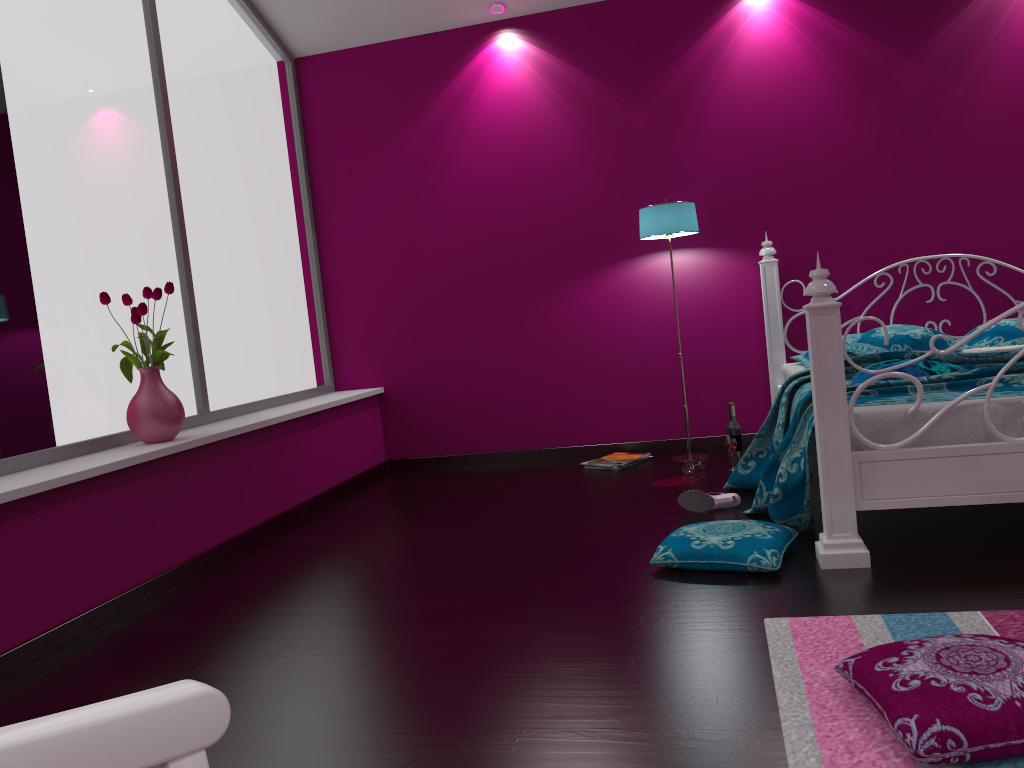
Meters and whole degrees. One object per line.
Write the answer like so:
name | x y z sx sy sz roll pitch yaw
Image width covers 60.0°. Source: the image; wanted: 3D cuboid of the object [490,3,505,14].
object | -0.081 -2.080 4.889 0.080 0.058 0.085 -5 4 13

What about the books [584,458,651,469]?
books | 0.567 0.421 4.752 0.220 0.007 0.300 -2 6 43

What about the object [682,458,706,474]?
object | 0.876 0.398 4.281 0.056 0.056 0.153 -3 5 37

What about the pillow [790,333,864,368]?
pillow | 1.765 -0.181 4.357 0.717 0.141 0.401 -6 4 8

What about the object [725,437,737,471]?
object | 1.047 0.334 4.228 0.056 0.153 0.056 -9 5 -38

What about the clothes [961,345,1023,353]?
clothes | 2.390 -0.012 3.730 1.036 0.376 0.553 -6 4 8

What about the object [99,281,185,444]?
object | -1.408 -0.079 3.428 0.264 0.614 0.242 -8 4 -19

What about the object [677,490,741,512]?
object | 0.776 0.452 3.496 0.247 0.086 0.100 -6 4 7

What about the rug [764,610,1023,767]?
rug | 1.506 0.571 1.336 2.100 0.018 1.400 -5 4 13

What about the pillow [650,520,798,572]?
pillow | 0.684 0.510 2.840 0.417 0.101 0.401 -4 5 29

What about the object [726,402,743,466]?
object | 1.087 0.244 4.345 0.070 0.307 0.070 -7 4 -10

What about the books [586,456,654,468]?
books | 0.578 0.412 4.754 0.300 0.007 0.220 -10 6 -41

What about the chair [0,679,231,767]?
chair | -0.145 0.377 0.294 0.528 0.901 0.511 -2 6 43

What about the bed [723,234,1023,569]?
bed | 1.896 -0.204 3.509 2.167 1.143 2.317 -5 4 13

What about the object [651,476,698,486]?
object | 0.751 0.453 4.113 0.221 0.007 0.184 -7 4 -14

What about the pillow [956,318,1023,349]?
pillow | 2.481 -0.247 4.199 0.717 0.141 0.401 -5 4 15

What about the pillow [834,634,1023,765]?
pillow | 0.852 0.557 1.639 0.419 0.107 0.401 -6 4 -1

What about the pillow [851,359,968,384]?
pillow | 1.467 -0.031 3.271 0.404 0.127 0.425 -4 5 23

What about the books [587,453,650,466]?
books | 0.573 0.402 4.747 0.221 0.012 0.300 -3 5 37

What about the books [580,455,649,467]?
books | 0.552 0.408 4.757 0.300 0.007 0.220 -9 5 -38

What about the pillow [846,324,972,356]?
pillow | 1.811 -0.189 4.118 0.404 0.176 0.418 -8 4 -19

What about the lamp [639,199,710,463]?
lamp | 0.860 -0.277 4.589 0.303 1.352 0.303 -9 5 -32
